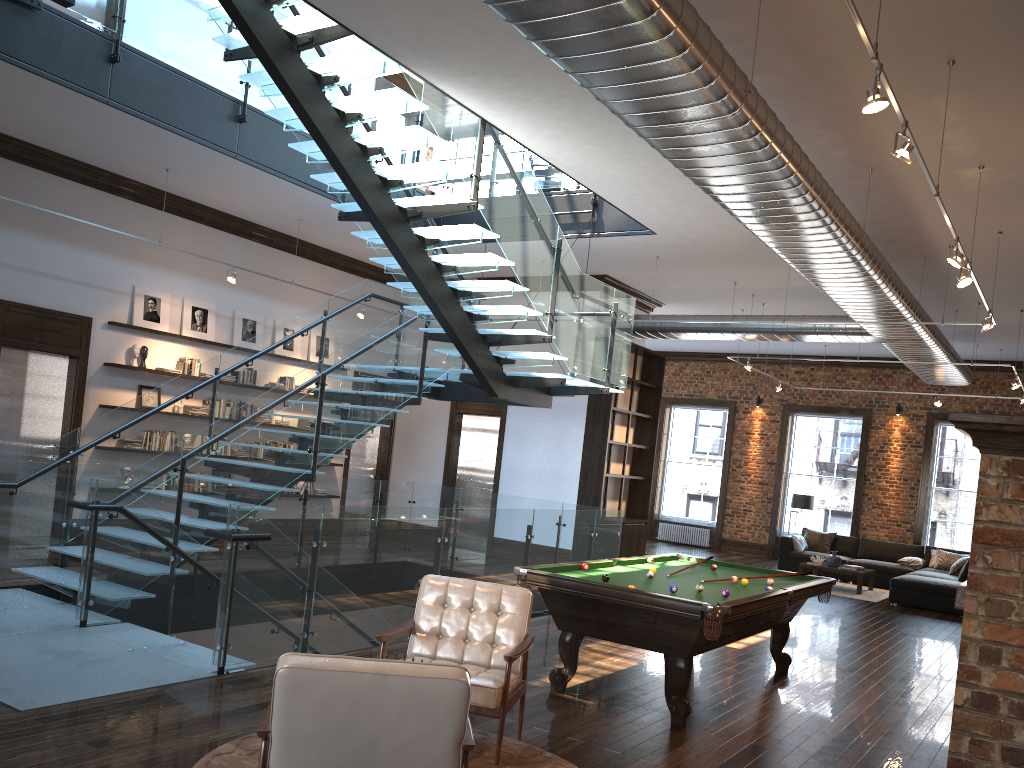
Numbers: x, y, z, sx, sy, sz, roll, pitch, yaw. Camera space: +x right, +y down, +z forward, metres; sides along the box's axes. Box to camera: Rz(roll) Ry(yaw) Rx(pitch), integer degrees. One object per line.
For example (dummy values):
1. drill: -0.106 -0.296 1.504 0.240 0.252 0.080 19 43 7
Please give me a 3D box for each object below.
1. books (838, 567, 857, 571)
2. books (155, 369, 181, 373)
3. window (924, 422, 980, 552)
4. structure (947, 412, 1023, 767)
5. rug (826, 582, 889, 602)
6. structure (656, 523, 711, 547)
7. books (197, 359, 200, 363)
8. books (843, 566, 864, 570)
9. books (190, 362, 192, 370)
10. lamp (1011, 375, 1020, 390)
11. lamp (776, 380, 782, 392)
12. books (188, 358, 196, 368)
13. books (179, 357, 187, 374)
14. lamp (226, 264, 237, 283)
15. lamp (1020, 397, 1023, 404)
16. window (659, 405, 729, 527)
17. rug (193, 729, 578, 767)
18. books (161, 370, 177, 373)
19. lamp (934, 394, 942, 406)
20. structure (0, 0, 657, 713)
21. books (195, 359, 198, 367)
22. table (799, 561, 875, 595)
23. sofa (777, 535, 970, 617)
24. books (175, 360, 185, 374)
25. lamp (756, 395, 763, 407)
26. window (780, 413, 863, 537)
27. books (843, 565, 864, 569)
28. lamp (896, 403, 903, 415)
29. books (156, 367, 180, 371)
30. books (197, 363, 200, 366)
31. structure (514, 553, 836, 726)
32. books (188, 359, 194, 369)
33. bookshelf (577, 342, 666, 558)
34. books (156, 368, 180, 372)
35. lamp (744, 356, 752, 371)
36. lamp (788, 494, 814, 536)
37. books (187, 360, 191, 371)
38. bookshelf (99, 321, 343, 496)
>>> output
1. books: 5.457 3.010 14.417 0.261 0.024 0.206 5 -5 11
2. books: -4.410 -0.167 11.364 0.140 0.011 0.288 3 -5 30
3. window: 9.039 2.157 17.429 1.514 2.751 0.155 6 0 33
4. structure: 2.040 1.174 3.639 0.883 1.905 2.010 6 -2 33
5. rug: 5.211 3.372 14.775 2.015 0.003 2.127 3 -6 33
6. structure: 3.943 3.448 20.306 1.297 0.395 0.217 3 -2 33
7. books: -4.174 -0.213 11.727 0.118 0.232 0.014 6 0 33
8. books: 5.659 3.054 14.699 0.262 0.024 0.205 8 -5 -22
9. books: -4.248 -0.205 11.579 0.157 0.177 0.029 5 -1 33
10. lamp: 7.275 -0.034 12.788 0.113 0.230 0.114 6 -1 9
11. lamp: 5.021 0.036 16.644 0.114 0.230 0.114 6 -1 -16
12. books: -4.216 -0.223 11.635 0.132 0.228 0.025 6 0 33
13. books: -4.287 -0.239 11.534 0.142 0.228 0.014 5 0 33
14. lamp: -3.429 -1.346 10.854 0.114 0.230 0.113 6 -1 -13
15. lamp: 8.359 0.220 14.472 0.114 0.230 0.113 6 -1 -18
16. window: 4.265 1.895 20.535 1.514 2.751 0.155 6 0 33
17. rug: -0.502 1.887 4.166 1.963 0.015 1.982 3 -6 35
18. books: -4.415 -0.157 11.366 0.141 0.011 0.256 3 -5 32
19. lamp: 7.757 0.290 16.130 0.113 0.230 0.114 6 -1 2
20. structure: -1.833 0.326 8.441 3.561 14.484 7.080 6 -1 33
21. books: -4.198 -0.217 11.679 0.111 0.229 0.024 6 0 33
22. table: 5.420 3.222 14.801 0.997 0.345 1.006 3 -5 33
23. sofa: 6.092 3.083 15.015 3.488 0.803 3.470 3 -5 33
24. books: -4.314 -0.217 11.512 0.128 0.175 0.050 5 -1 33
25. lamp: 5.403 0.377 19.420 0.126 0.236 0.156 6 -1 33
26. window: 6.651 2.026 18.983 1.514 2.751 0.155 6 0 33
27. books: 5.659 3.028 14.692 0.263 0.028 0.205 8 -5 -24
28. lamp: 7.794 0.509 17.864 0.126 0.236 0.156 6 -1 33
29. books: -4.410 -0.189 11.365 0.141 0.011 0.257 3 -5 31
30. books: -4.184 -0.188 11.702 0.131 0.178 0.035 5 0 33
31. structure: 1.377 1.900 6.957 1.547 0.850 2.974 4 -5 33
32. books: -4.227 -0.221 11.591 0.163 0.216 0.012 5 0 33
33. bookshelf: 1.699 1.161 13.931 0.399 3.514 1.791 6 -1 33
34. books: -4.411 -0.178 11.365 0.141 0.011 0.257 3 -6 35
35. lamp: 3.726 -0.319 13.987 0.114 0.230 0.113 7 -1 -36
36. lamp: 5.380 2.832 16.920 0.421 1.465 0.685 6 -1 -27
37. books: -4.261 -0.219 11.553 0.163 0.198 0.029 5 -1 33
38. bookshelf: -3.802 0.526 12.366 0.199 2.053 4.100 6 -3 33
